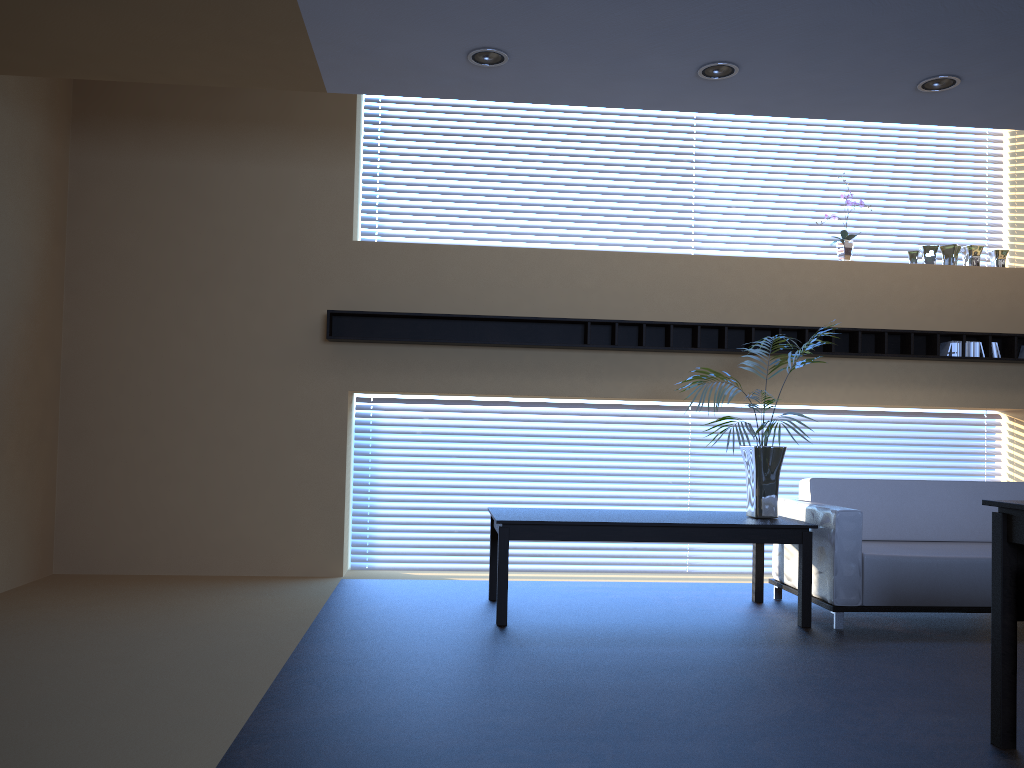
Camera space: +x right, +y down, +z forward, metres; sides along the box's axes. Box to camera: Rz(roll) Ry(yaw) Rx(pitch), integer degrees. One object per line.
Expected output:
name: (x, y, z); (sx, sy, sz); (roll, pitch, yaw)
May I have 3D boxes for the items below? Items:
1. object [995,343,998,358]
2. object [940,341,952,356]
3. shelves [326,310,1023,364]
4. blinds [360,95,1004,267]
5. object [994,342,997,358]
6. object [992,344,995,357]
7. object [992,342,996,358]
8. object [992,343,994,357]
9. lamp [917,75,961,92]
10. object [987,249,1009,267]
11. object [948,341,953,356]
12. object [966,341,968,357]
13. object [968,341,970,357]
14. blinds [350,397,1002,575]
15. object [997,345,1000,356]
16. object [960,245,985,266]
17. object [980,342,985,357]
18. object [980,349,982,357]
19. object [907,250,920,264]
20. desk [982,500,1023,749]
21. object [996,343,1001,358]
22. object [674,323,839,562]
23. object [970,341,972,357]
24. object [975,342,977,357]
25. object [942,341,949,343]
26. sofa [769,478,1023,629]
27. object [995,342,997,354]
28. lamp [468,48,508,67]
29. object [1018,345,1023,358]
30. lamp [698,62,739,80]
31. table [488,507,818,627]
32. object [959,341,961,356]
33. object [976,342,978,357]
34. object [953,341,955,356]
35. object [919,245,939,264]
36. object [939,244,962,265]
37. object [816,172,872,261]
object: (3.779, -0.261, 6.997); (0.026, 0.117, 0.140); (2, -3, -5)
object: (3.398, -0.271, 6.964); (0.040, 0.118, 0.142); (2, -3, -5)
shelves: (1.978, -0.367, 6.335); (6.622, 0.213, 1.250); (2, -3, -5)
blinds: (1.487, -1.712, 7.327); (5.391, 1.460, 0.039); (2, -2, -5)
object: (3.769, -0.262, 6.996); (0.030, 0.120, 0.142); (1, -3, -5)
object: (3.749, -0.263, 6.988); (0.026, 0.117, 0.140); (1, -3, -5)
object: (3.759, -0.262, 6.992); (0.030, 0.120, 0.142); (1, -3, -5)
object: (3.749, -0.262, 6.991); (0.030, 0.120, 0.142); (2, -3, -5)
lamp: (2.283, -1.649, 4.741); (0.208, 0.096, 0.209); (3, -4, -35)
object: (3.961, -1.010, 7.224); (0.124, 0.149, 0.118); (2, -2, -4)
object: (3.422, -0.272, 6.964); (0.009, 0.120, 0.142); (1, -3, -5)
object: (3.538, -0.269, 6.976); (0.009, 0.120, 0.142); (2, -3, -5)
object: (3.558, -0.268, 6.982); (0.009, 0.120, 0.142); (1, -3, -5)
blinds: (1.427, 0.860, 7.246); (5.391, 1.366, 0.047); (2, -2, -5)
object: (3.795, -0.260, 6.996); (0.036, 0.116, 0.140); (1, -3, -4)
object: (3.734, -1.028, 7.206); (0.144, 0.173, 0.137); (2, -2, -14)
object: (3.665, -0.264, 6.987); (0.040, 0.118, 0.142); (1, -3, -5)
object: (3.664, -0.263, 6.989); (0.041, 0.122, 0.142); (2, -3, -5)
object: (3.246, -1.012, 7.165); (0.089, 0.113, 0.094); (0, -3, 31)
desk: (2.728, 0.878, 2.922); (1.895, 0.890, 0.915); (2, -3, -5)
object: (3.794, -0.260, 6.997); (0.040, 0.118, 0.142); (2, -3, -5)
object: (1.707, 0.559, 6.207); (1.040, 1.858, 1.898); (1, -3, 15)
object: (3.570, -0.268, 6.975); (0.009, 0.120, 0.142); (1, -3, -5)
object: (3.610, -0.267, 6.980); (0.009, 0.120, 0.142); (2, -3, -5)
object: (3.398, -0.271, 6.967); (0.041, 0.122, 0.142); (2, -3, -5)
sofa: (2.855, 1.063, 5.747); (2.056, 0.847, 1.015); (2, -3, -5)
object: (3.779, -0.261, 7.000); (0.030, 0.120, 0.142); (2, -3, -5)
lamp: (-0.122, -1.717, 4.544); (0.209, 0.096, 0.208); (2, -3, -5)
object: (4.069, -0.252, 7.018); (0.040, 0.118, 0.142); (2, -3, -5)
lamp: (1.080, -1.683, 4.642); (0.208, 0.096, 0.209); (3, -4, -35)
table: (0.811, 1.130, 5.571); (1.895, 0.602, 0.898); (2, -3, -5)
object: (3.483, -0.270, 6.974); (0.009, 0.120, 0.142); (1, -3, -5)
object: (3.620, -0.266, 6.979); (0.009, 0.120, 0.142); (1, -3, -5)
object: (3.432, -0.272, 6.965); (0.009, 0.120, 0.142); (1, -3, -4)
object: (3.377, -1.031, 7.176); (0.133, 0.159, 0.126); (1, -2, 16)
object: (3.556, -1.033, 7.194); (0.144, 0.173, 0.137); (4, -3, -44)
object: (2.716, -1.318, 7.133); (0.437, 0.694, 0.352); (2, -2, -25)
